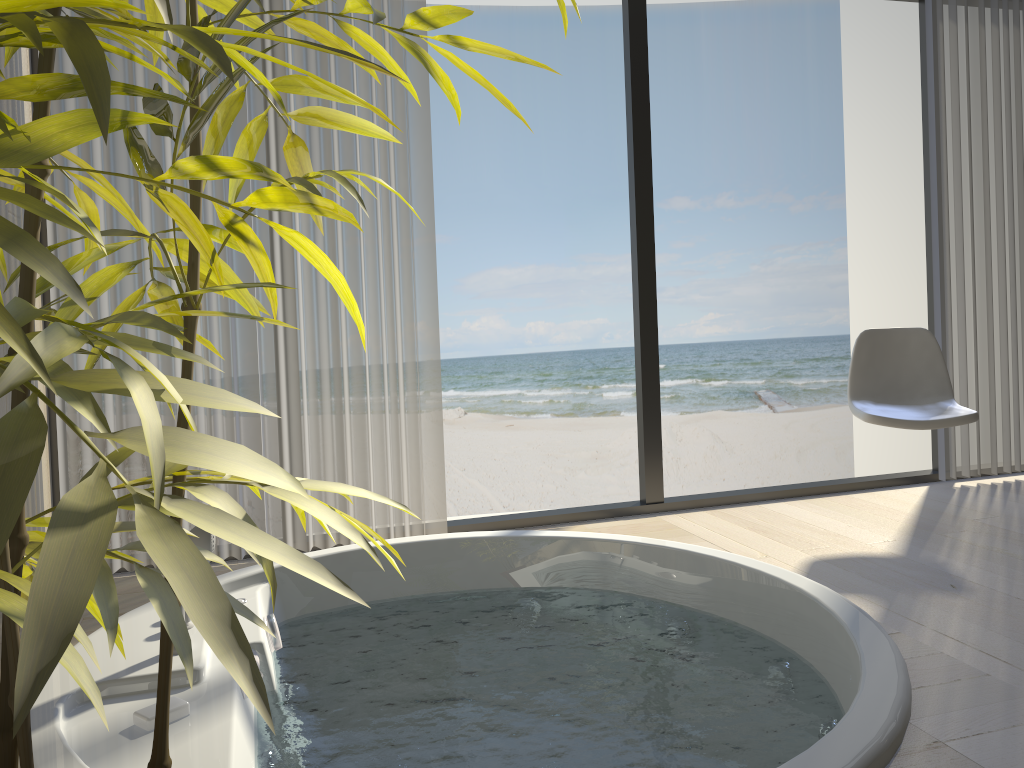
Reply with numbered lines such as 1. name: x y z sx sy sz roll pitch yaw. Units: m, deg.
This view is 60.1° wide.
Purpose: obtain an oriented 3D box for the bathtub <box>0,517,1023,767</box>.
1. bathtub: -0.177 0.599 1.745 1.822 0.697 1.650 -3 4 -16

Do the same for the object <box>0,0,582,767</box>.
1. object: -0.336 -0.109 0.458 0.786 1.754 0.937 -2 2 9

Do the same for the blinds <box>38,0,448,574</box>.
1. blinds: -0.836 -0.478 2.855 1.183 2.068 0.084 -3 1 -17

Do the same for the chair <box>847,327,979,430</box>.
1. chair: 1.410 -0.023 3.162 0.369 0.347 0.455 -2 3 12

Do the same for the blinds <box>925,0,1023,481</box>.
1. blinds: 2.281 -0.674 3.781 1.183 2.068 0.084 -3 1 -17

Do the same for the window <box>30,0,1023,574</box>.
1. window: 0.772 -0.905 3.128 4.564 2.810 0.745 -3 2 -17
